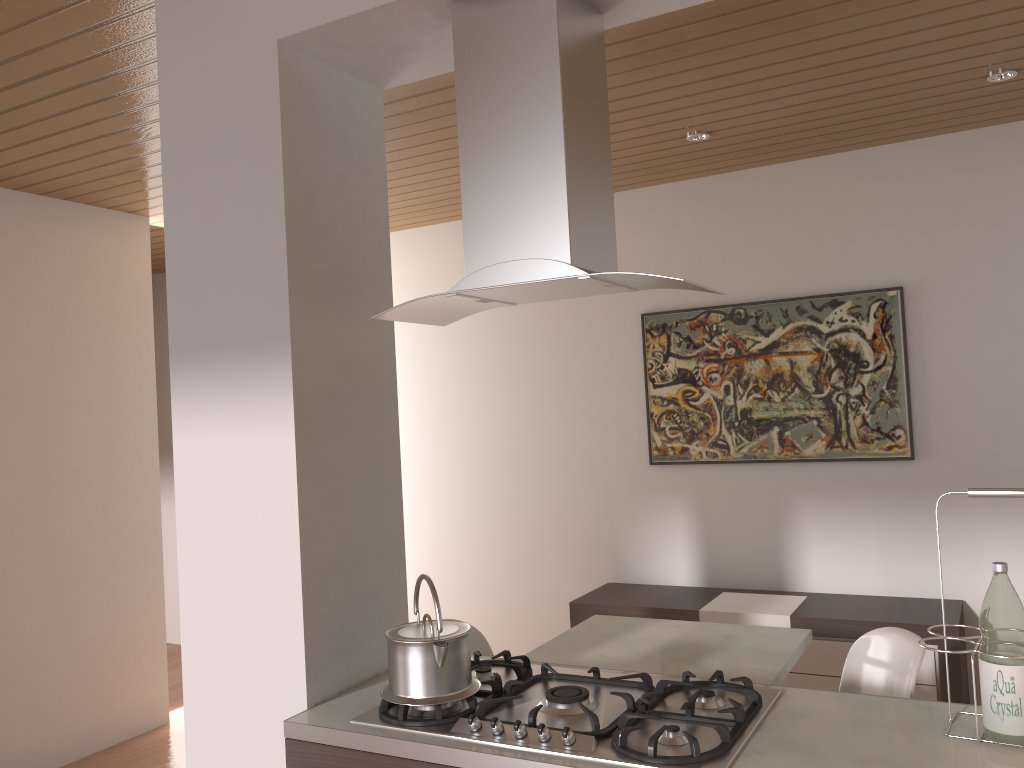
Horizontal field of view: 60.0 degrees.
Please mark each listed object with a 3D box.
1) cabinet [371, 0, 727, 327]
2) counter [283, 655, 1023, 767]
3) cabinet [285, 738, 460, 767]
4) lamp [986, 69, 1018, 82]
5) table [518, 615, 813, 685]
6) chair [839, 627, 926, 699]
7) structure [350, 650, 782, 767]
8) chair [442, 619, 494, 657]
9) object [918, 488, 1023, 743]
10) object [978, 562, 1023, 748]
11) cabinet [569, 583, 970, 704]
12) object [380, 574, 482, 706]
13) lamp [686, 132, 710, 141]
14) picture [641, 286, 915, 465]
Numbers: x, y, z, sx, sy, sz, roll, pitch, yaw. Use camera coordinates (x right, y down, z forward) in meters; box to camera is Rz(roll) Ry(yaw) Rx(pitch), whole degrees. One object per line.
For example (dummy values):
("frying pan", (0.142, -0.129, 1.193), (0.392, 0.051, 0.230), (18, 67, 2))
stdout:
("cabinet", (0.333, -0.399, 1.136), (2.058, 1.032, 1.399), (-4, -2, 33))
("counter", (0.279, 0.681, 1.102), (2.150, 0.036, 1.850), (-4, -2, 29))
("cabinet", (0.303, 1.133, 1.088), (2.150, 0.870, 1.850), (-4, -2, 29))
("lamp", (1.816, -1.165, 3.288), (0.102, 0.055, 0.102), (-1, -3, -44))
("table", (0.423, 1.233, 2.703), (0.800, 0.758, 1.100), (-4, -2, 29))
("chair", (0.887, 1.160, 2.551), (0.608, 0.847, 0.491), (-3, -2, -1))
("structure", (0.120, 0.674, 1.909), (0.797, 0.047, 0.494), (-4, -2, 29))
("chair", (-0.026, 1.217, 2.836), (0.608, 0.847, 0.491), (-4, -2, 34))
("object", (0.920, 0.420, 1.651), (0.291, 0.453, 0.210), (-4, -2, 34))
("object", (0.894, 0.484, 1.605), (0.091, 0.319, 0.091), (-2, -2, -26))
("cabinet", (1.158, 1.314, 4.126), (1.740, 0.608, 0.540), (-4, -2, 29))
("object", (-0.183, 0.543, 1.943), (0.221, 0.251, 0.221), (-4, -2, 21))
("lamp", (0.804, -1.094, 3.842), (0.102, 0.055, 0.102), (-1, -3, -44))
("picture", (1.265, -0.011, 4.385), (1.277, 0.801, 0.018), (-4, -2, 29))
